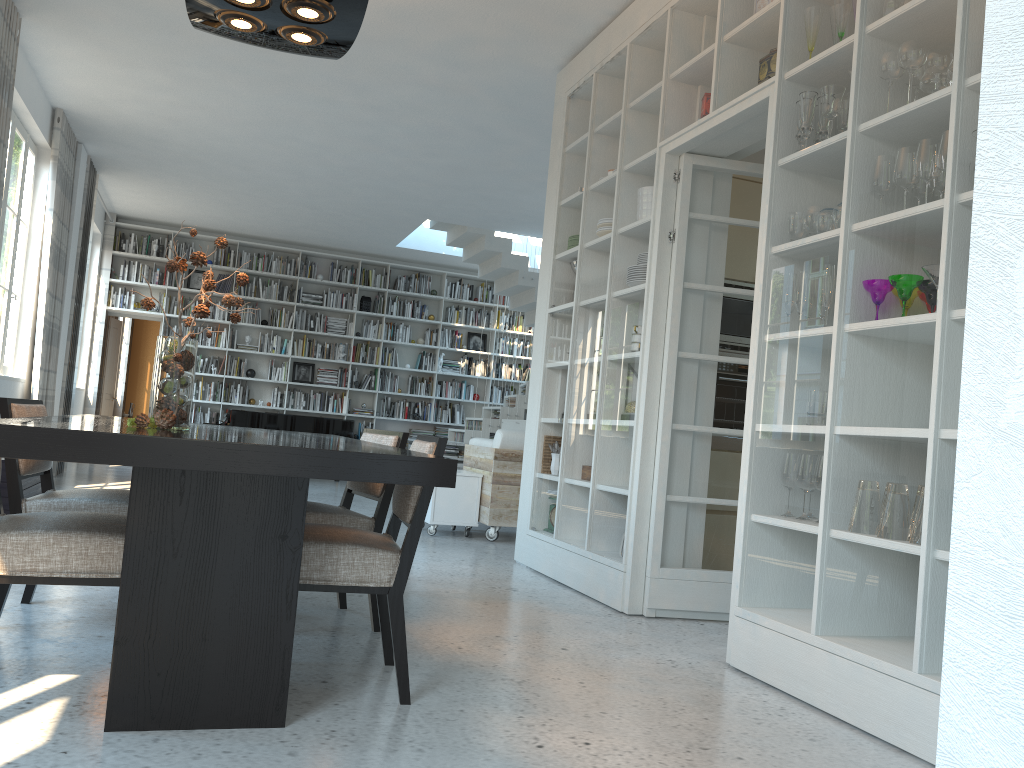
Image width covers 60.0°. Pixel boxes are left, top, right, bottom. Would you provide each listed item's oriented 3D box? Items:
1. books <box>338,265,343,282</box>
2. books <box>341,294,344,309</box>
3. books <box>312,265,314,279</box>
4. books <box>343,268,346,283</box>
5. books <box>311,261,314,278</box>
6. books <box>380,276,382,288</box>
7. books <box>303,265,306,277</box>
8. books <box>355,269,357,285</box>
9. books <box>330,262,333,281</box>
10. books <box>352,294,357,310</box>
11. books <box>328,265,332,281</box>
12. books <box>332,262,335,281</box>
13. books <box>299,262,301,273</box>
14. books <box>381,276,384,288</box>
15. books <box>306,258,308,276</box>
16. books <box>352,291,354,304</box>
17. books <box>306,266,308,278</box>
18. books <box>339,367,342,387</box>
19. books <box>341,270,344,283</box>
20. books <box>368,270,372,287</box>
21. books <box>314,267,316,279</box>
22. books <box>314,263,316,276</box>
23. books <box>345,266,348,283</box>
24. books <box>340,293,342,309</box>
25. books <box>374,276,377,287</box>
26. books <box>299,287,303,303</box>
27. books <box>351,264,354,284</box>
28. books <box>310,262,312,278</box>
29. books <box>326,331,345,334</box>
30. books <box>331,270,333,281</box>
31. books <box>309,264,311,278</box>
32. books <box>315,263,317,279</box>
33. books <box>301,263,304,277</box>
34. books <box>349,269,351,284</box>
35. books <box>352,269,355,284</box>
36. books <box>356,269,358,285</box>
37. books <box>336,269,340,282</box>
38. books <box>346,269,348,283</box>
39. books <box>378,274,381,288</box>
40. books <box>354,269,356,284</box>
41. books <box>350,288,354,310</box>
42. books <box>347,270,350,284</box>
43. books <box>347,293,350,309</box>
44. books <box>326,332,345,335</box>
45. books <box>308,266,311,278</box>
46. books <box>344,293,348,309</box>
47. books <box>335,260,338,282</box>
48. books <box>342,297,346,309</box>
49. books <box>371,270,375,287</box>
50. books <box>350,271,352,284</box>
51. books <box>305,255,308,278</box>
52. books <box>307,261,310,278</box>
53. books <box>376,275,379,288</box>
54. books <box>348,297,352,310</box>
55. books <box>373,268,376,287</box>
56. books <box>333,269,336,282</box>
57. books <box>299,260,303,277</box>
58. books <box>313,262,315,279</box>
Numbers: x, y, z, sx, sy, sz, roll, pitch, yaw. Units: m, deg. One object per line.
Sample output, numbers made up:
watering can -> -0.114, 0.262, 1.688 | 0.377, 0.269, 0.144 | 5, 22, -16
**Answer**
books -> -2.471, -1.560, 12.736 | 0.028, 0.269, 0.140 | 6, -3, -19
books -> -2.441, -1.170, 12.720 | 0.012, 0.230, 0.158 | 6, -3, -19
books -> -2.834, -1.576, 12.595 | 0.016, 0.219, 0.144 | 6, -3, -19
books -> -2.412, -1.538, 12.740 | 0.023, 0.236, 0.154 | 6, -3, -19
books -> -2.846, -1.599, 12.596 | 0.013, 0.264, 0.147 | 6, -3, -19
books -> -1.926, -1.468, 12.917 | 0.025, 0.203, 0.162 | 6, -3, -19
books -> -2.949, -1.576, 12.553 | 0.026, 0.194, 0.166 | 6, -3, -19
books -> -2.265, -1.523, 12.795 | 0.014, 0.238, 0.153 | 6, -3, -19
books -> -2.588, -1.586, 12.674 | 0.014, 0.292, 0.176 | 6, -3, -19
books -> -2.266, -1.158, 12.719 | 0.037, 0.237, 0.272 | 6, -3, -19
books -> -2.607, -1.563, 12.685 | 0.012, 0.245, 0.151 | 6, -3, -19
books -> -2.569, -1.585, 12.689 | 0.011, 0.296, 0.157 | 6, -3, -19
books -> -3.015, -1.612, 12.545 | 0.012, 0.254, 0.161 | 6, -3, -19
books -> -1.902, -1.461, 12.917 | 0.022, 0.194, 0.182 | 6, -3, -19
books -> -2.917, -1.623, 12.573 | 0.010, 0.296, 0.153 | 6, -3, -19
books -> -2.312, -1.189, 12.790 | 0.010, 0.299, 0.133 | 6, -3, -19
books -> -2.915, -1.577, 12.586 | 0.011, 0.205, 0.145 | 6, -3, -19
books -> -2.474, -0.099, 12.725 | 0.011, 0.299, 0.130 | 6, -3, -19
books -> -2.439, -1.525, 12.726 | 0.033, 0.203, 0.166 | 6, -3, -19
books -> -2.065, -1.510, 12.850 | 0.054, 0.254, 0.191 | 6, -3, -19
books -> -2.809, -1.556, 12.611 | 0.010, 0.186, 0.152 | 6, -3, -19
books -> -2.820, -1.588, 12.618 | 0.013, 0.249, 0.148 | 6, -3, -19
books -> -2.390, -1.554, 12.733 | 0.010, 0.270, 0.180 | 6, -3, -19
books -> -2.467, -1.176, 12.731 | 0.011, 0.239, 0.139 | 6, -3, -19
books -> -1.996, -1.465, 12.874 | 0.022, 0.180, 0.173 | 6, -3, -19
books -> -2.985, -1.239, 12.520 | 0.021, 0.249, 0.191 | 6, -3, -19
books -> -2.315, -1.563, 12.785 | 0.012, 0.308, 0.138 | 6, -3, -19
books -> -2.861, -1.593, 12.597 | 0.014, 0.248, 0.139 | 6, -3, -19
books -> -2.531, -0.726, 12.693 | 0.254, 0.012, 0.161 | 6, -3, -16
books -> -2.583, -1.571, 12.693 | 0.011, 0.266, 0.129 | 6, -3, -19
books -> -2.876, -1.586, 12.606 | 0.006, 0.233, 0.136 | 6, -3, -19
books -> -2.794, -1.590, 12.610 | 0.011, 0.256, 0.143 | 6, -3, -19
books -> -2.975, -1.595, 12.558 | 0.023, 0.227, 0.157 | 6, -3, -19
books -> -2.354, -1.529, 12.785 | 0.026, 0.233, 0.137 | 6, -3, -19
books -> -2.297, -1.529, 12.783 | 0.028, 0.243, 0.161 | 6, -3, -19
books -> -2.249, -1.530, 12.808 | 0.022, 0.257, 0.136 | 6, -3, -19
books -> -2.504, -1.536, 12.705 | 0.050, 0.211, 0.173 | 6, -3, -19
books -> -2.386, -1.526, 12.745 | 0.012, 0.217, 0.179 | 6, -3, -19
books -> -1.945, -1.476, 12.889 | 0.031, 0.213, 0.169 | 6, -3, -19
books -> -2.280, -1.527, 12.799 | 0.014, 0.244, 0.145 | 6, -3, -19
books -> -2.315, -1.208, 12.771 | 0.012, 0.334, 0.155 | 6, -3, -19
books -> -2.364, -1.517, 12.734 | 0.023, 0.202, 0.193 | 6, -3, -19
books -> -2.367, -1.177, 12.758 | 0.029, 0.261, 0.133 | 6, -3, -19
books -> -2.532, -0.714, 12.690 | 0.254, 0.012, 0.161 | 7, -4, -23
books -> -2.885, -1.569, 12.581 | 0.023, 0.195, 0.172 | 6, -3, -19
books -> -2.391, -1.174, 12.733 | 0.032, 0.248, 0.173 | 6, -3, -19
books -> -2.525, -1.599, 12.693 | 0.010, 0.331, 0.186 | 6, -3, -19
books -> -2.422, -1.147, 12.722 | 0.029, 0.188, 0.176 | 6, -3, -19
books -> -2.032, -1.515, 12.884 | 0.030, 0.274, 0.151 | 6, -3, -19
books -> -2.334, -1.513, 12.785 | 0.014, 0.204, 0.135 | 6, -3, -19
books -> -2.928, -1.646, 12.576 | 0.014, 0.341, 0.145 | 6, -3, -19
books -> -2.894, -1.606, 12.566 | 0.011, 0.264, 0.163 | 6, -3, -19
books -> -1.973, -1.473, 12.883 | 0.024, 0.201, 0.180 | 6, -3, -19
books -> -2.338, -1.145, 12.753 | 0.029, 0.202, 0.191 | 6, -3, -19
books -> -2.006, -1.525, 12.874 | 0.010, 0.297, 0.167 | 6, -3, -19
books -> -2.557, -1.539, 12.705 | 0.031, 0.208, 0.146 | 6, -3, -19
books -> -2.991, -1.610, 12.533 | 0.026, 0.253, 0.185 | 6, -3, -19
books -> -2.822, -1.593, 12.598 | 0.005, 0.255, 0.168 | 6, -3, -19
